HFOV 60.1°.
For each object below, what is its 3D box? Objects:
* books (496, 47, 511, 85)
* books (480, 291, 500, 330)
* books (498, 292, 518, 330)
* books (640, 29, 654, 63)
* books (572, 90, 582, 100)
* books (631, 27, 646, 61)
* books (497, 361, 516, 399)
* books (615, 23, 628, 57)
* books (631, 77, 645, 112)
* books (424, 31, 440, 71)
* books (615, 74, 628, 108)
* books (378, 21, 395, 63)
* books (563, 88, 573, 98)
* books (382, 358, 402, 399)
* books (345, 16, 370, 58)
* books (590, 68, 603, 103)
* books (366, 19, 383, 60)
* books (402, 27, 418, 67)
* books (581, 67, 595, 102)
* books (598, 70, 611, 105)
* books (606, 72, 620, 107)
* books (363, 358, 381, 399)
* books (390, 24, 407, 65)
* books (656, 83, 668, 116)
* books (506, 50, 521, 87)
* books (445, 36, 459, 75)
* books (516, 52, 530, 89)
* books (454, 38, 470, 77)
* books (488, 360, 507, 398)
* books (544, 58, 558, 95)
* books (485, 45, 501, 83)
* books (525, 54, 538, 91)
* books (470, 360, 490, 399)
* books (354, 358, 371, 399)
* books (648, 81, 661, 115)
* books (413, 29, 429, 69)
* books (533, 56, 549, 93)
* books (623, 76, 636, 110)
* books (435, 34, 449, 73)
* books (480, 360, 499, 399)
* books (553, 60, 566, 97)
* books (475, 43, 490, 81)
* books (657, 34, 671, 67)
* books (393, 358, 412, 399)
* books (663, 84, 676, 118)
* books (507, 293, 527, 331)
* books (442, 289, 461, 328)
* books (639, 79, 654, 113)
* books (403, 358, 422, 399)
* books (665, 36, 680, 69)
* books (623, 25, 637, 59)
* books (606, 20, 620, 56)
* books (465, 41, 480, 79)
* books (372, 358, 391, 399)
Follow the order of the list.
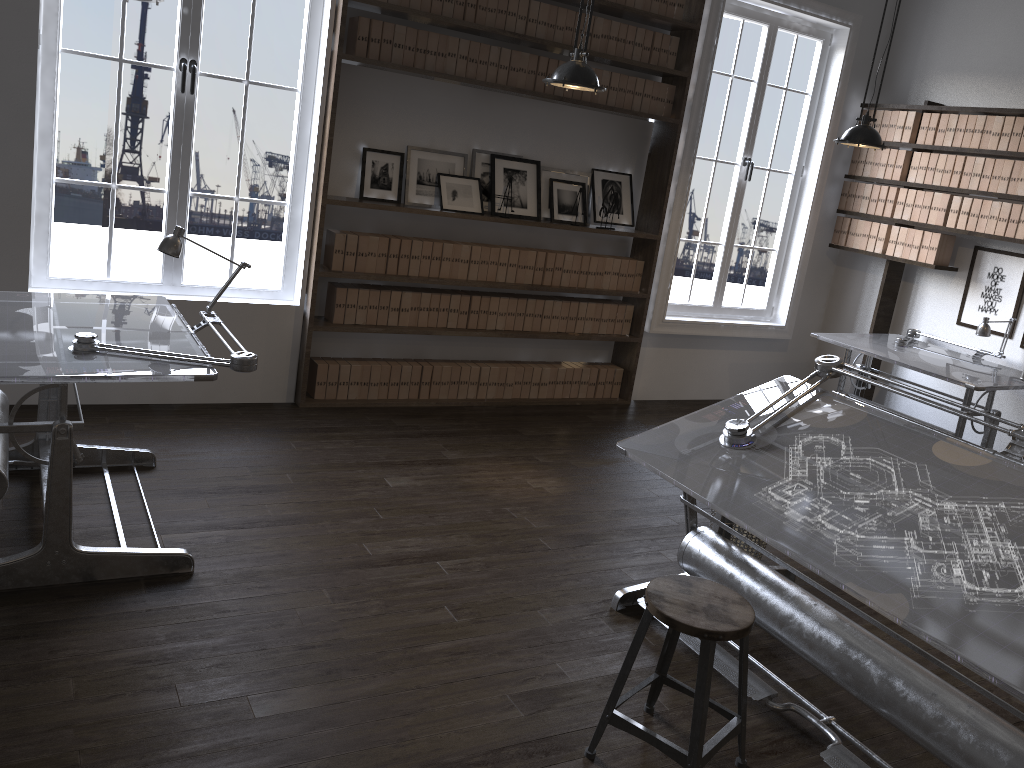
[{"bbox_3d":[-0.090,-1.976,5.524,0.066,0.223,0.176,2,15,-30],"label":"books"},{"bbox_3d":[-0.166,-0.492,5.931,0.066,0.223,0.176,2,15,-30],"label":"books"},{"bbox_3d":[-0.046,-0.494,6.007,0.066,0.223,0.176,2,15,-30],"label":"books"},{"bbox_3d":[0.859,-2.273,5.987,0.066,0.223,0.176,2,15,-30],"label":"books"},{"bbox_3d":[0.395,-1.976,5.810,0.066,0.223,0.176,2,15,-30],"label":"books"},{"bbox_3d":[0.800,-2.272,5.948,0.066,0.223,0.176,2,15,-30],"label":"books"},{"bbox_3d":[-0.057,-0.030,6.133,0.067,0.223,0.176,2,15,-30],"label":"books"},{"bbox_3d":[0.675,-2.273,5.880,0.066,0.223,0.176,2,15,-30],"label":"books"},{"bbox_3d":[0.811,-1.973,6.046,0.066,0.223,0.176,2,15,-30],"label":"books"},{"bbox_3d":[-0.510,-1.978,5.283,0.067,0.223,0.176,2,15,-30],"label":"books"},{"bbox_3d":[0.690,-1.975,5.978,0.066,0.223,0.176,2,15,-30],"label":"books"},{"bbox_3d":[-0.756,-1.981,5.149,0.066,0.223,0.176,2,15,-30],"label":"books"},{"bbox_3d":[0.333,-1.976,5.774,0.066,0.223,0.176,2,15,-30],"label":"books"},{"bbox_3d":[-0.789,-0.035,5.720,0.066,0.223,0.176,2,15,-30],"label":"books"},{"bbox_3d":[-0.886,-1.981,5.075,0.066,0.223,0.176,2,15,-30],"label":"books"},{"bbox_3d":[0.512,-1.975,5.875,0.066,0.223,0.176,2,15,-30],"label":"books"},{"bbox_3d":[-0.819,-1.979,5.107,0.067,0.223,0.176,2,15,-30],"label":"books"},{"bbox_3d":[-0.633,-1.980,5.219,0.066,0.223,0.176,2,15,-30],"label":"books"},{"bbox_3d":[0.456,-1.974,5.838,0.067,0.223,0.176,2,15,-30],"label":"books"},{"bbox_3d":[0.567,-1.974,5.905,0.066,0.223,0.176,2,15,-30],"label":"books"},{"bbox_3d":[0.630,-1.974,5.940,0.067,0.223,0.176,2,15,-30],"label":"books"},{"bbox_3d":[-0.906,-0.034,5.646,0.067,0.223,0.176,2,15,-30],"label":"books"},{"bbox_3d":[-0.693,-1.979,5.181,0.066,0.223,0.176,2,15,-30],"label":"books"},{"bbox_3d":[0.986,-1.973,6.147,0.066,0.223,0.176,2,15,-30],"label":"books"},{"bbox_3d":[-0.028,-1.976,5.560,0.067,0.223,0.176,2,15,-30],"label":"books"},{"bbox_3d":[-0.400,-1.978,5.350,0.066,0.223,0.176,2,15,-30],"label":"books"},{"bbox_3d":[0.025,-1.977,5.595,0.066,0.223,0.176,2,15,-30],"label":"books"},{"bbox_3d":[-0.336,-1.978,5.385,0.067,0.223,0.176,2,15,-30],"label":"books"},{"bbox_3d":[-0.117,-0.032,6.104,0.066,0.223,0.176,2,15,-30],"label":"books"},{"bbox_3d":[0.210,-1.977,5.704,0.066,0.223,0.176,2,15,-30],"label":"books"},{"bbox_3d":[-0.155,-1.977,5.491,0.066,0.223,0.176,2,15,-30],"label":"books"},{"bbox_3d":[0.081,-1.977,5.630,0.066,0.223,0.176,2,15,-30],"label":"books"},{"bbox_3d":[-0.233,-0.031,6.034,0.067,0.223,0.176,2,15,-30],"label":"books"},{"bbox_3d":[-0.966,-0.035,5.616,0.066,0.223,0.176,2,15,-30],"label":"books"},{"bbox_3d":[0.933,-1.972,6.112,0.067,0.223,0.176,2,15,-30],"label":"books"},{"bbox_3d":[-0.572,-1.980,5.255,0.066,0.223,0.176,2,15,-30],"label":"books"},{"bbox_3d":[0.148,-1.976,5.662,0.067,0.223,0.176,2,15,-30],"label":"books"},{"bbox_3d":[0.749,-1.975,6.015,0.066,0.223,0.176,2,15,-30],"label":"books"},{"bbox_3d":[-0.455,-1.979,5.320,0.066,0.223,0.176,2,15,-30],"label":"books"},{"bbox_3d":[-0.171,-0.032,6.071,0.066,0.223,0.176,2,15,-30],"label":"books"},{"bbox_3d":[0.274,-1.975,5.736,0.066,0.223,0.176,2,15,-30],"label":"books"},{"bbox_3d":[-0.217,-1.979,5.459,0.066,0.223,0.176,2,15,-30],"label":"books"},{"bbox_3d":[0.989,-2.272,6.061,0.066,0.223,0.176,2,15,-30],"label":"books"},{"bbox_3d":[-0.725,-0.034,5.751,0.066,0.223,0.176,2,15,-30],"label":"books"},{"bbox_3d":[1.046,-1.973,6.183,0.066,0.223,0.176,2,15,-30],"label":"books"},{"bbox_3d":[0.015,-0.493,6.041,0.066,0.223,0.176,2,15,-30],"label":"books"},{"bbox_3d":[-0.415,-0.494,5.790,0.066,0.223,0.176,2,15,-30],"label":"books"},{"bbox_3d":[0.876,-1.972,6.079,0.066,0.223,0.176,2,15,-30],"label":"books"},{"bbox_3d":[-0.666,-0.035,5.791,0.066,0.223,0.176,2,15,-30],"label":"books"},{"bbox_3d":[1.056,-2.271,6.097,0.066,0.223,0.176,2,15,-30],"label":"books"},{"bbox_3d":[0.737,-2.273,5.916,0.066,0.223,0.176,2,15,-30],"label":"books"},{"bbox_3d":[0.620,-2.272,5.842,0.067,0.223,0.176,2,15,-30],"label":"books"},{"bbox_3d":[-0.277,-1.978,5.423,0.066,0.223,0.176,2,15,-30],"label":"books"},{"bbox_3d":[-0.850,-0.035,5.684,0.066,0.223,0.176,2,15,-30],"label":"books"}]
